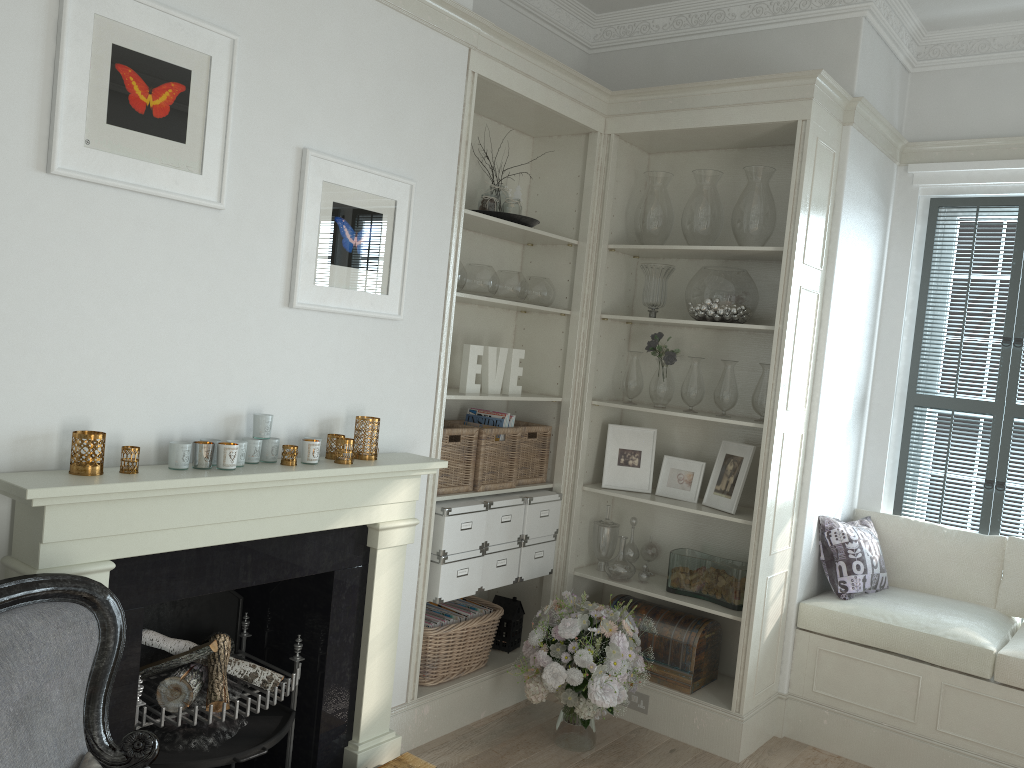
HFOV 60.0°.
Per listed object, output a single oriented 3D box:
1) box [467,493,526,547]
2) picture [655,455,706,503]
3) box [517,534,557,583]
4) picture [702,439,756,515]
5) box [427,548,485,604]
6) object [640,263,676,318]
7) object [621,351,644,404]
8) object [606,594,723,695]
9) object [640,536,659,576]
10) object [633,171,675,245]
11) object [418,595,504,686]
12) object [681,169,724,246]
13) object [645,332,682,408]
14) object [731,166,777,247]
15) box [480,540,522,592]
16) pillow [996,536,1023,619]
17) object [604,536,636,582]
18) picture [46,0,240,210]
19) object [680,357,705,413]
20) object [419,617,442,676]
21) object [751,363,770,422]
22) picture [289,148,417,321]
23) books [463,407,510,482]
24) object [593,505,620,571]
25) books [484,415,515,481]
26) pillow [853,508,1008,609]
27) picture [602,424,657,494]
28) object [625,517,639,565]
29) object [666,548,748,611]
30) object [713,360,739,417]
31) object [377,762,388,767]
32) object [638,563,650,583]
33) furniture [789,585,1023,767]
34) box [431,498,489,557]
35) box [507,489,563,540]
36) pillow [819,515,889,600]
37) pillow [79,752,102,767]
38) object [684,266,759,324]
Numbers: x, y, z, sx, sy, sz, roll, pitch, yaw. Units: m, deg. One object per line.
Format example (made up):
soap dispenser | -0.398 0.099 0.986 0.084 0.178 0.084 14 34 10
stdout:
box | -0.185 0.568 3.912 0.400 0.191 0.270 8 3 37
picture | 0.794 0.439 4.121 0.206 0.192 0.124 7 3 32
box | -0.038 0.765 4.133 0.400 0.191 0.270 8 3 37
picture | 0.967 0.406 3.913 0.124 0.300 0.202 4 3 -28
box | -0.359 0.752 3.693 0.400 0.191 0.270 8 3 37
object | 0.671 -0.430 4.163 0.168 0.256 0.168 6 2 -5
object | 0.580 -0.031 4.253 0.110 0.251 0.110 6 3 9
object | 0.675 1.166 4.052 0.475 0.297 0.290 8 3 37
object | 0.665 0.829 4.295 0.094 0.188 0.094 5 3 -11
object | 0.676 -0.813 4.203 0.193 0.362 0.193 7 3 20
object | -0.324 1.092 3.833 0.408 0.263 0.554 8 3 37
object | 0.876 -0.787 4.062 0.193 0.362 0.193 7 3 20
object | 0.706 -0.066 4.169 0.166 0.355 0.206 5 3 -14
object | 1.065 -0.760 3.890 0.193 0.362 0.193 7 3 20
box | -0.204 0.758 3.913 0.400 0.191 0.270 8 3 37
pillow | 2.556 0.917 3.837 0.787 0.360 0.193 8 3 37
object | 0.510 0.813 4.143 0.148 0.200 0.148 6 2 4
picture | -0.953 -0.753 2.343 0.024 0.496 0.494 8 3 37
object | 0.831 0.003 4.063 0.110 0.251 0.110 6 3 9
object | -0.424 1.076 3.707 0.274 0.238 0.088 8 3 37
object | 1.102 0.039 3.858 0.110 0.251 0.110 6 3 9
picture | -0.519 -0.480 2.966 0.024 0.496 0.494 8 3 37
books | -0.171 0.267 3.893 0.221 0.306 0.205 8 3 37
object | 0.450 0.742 4.280 0.129 0.315 0.129 8 3 42
books | -0.147 0.277 3.927 0.221 0.306 0.205 8 3 37
pillow | 1.979 0.843 4.279 0.695 0.360 0.187 8 3 37
picture | 0.559 0.352 4.221 0.231 0.300 0.127 6 2 7
object | 0.578 0.778 4.294 0.088 0.271 0.088 8 3 42
object | 0.891 0.869 3.966 0.387 0.180 0.171 8 3 37
object | 0.960 0.020 3.966 0.110 0.251 0.110 6 3 9
object | -0.546 1.354 2.862 0.118 0.123 0.516 7 3 34
object | 0.616 0.880 4.129 0.056 0.090 0.056 5 3 -22
furniture | 2.734 1.327 3.310 3.150 0.459 0.837 8 3 37
box | -0.343 0.562 3.681 0.400 0.191 0.270 8 3 37
box | -0.013 0.576 4.120 0.400 0.191 0.270 8 3 37
pillow | 1.622 0.817 4.169 0.550 0.398 0.229 4 3 -41
pillow | -0.803 0.926 1.642 0.210 0.263 0.547 6 2 -2
object | 0.939 -0.392 3.977 0.329 0.249 0.329 6 3 12
